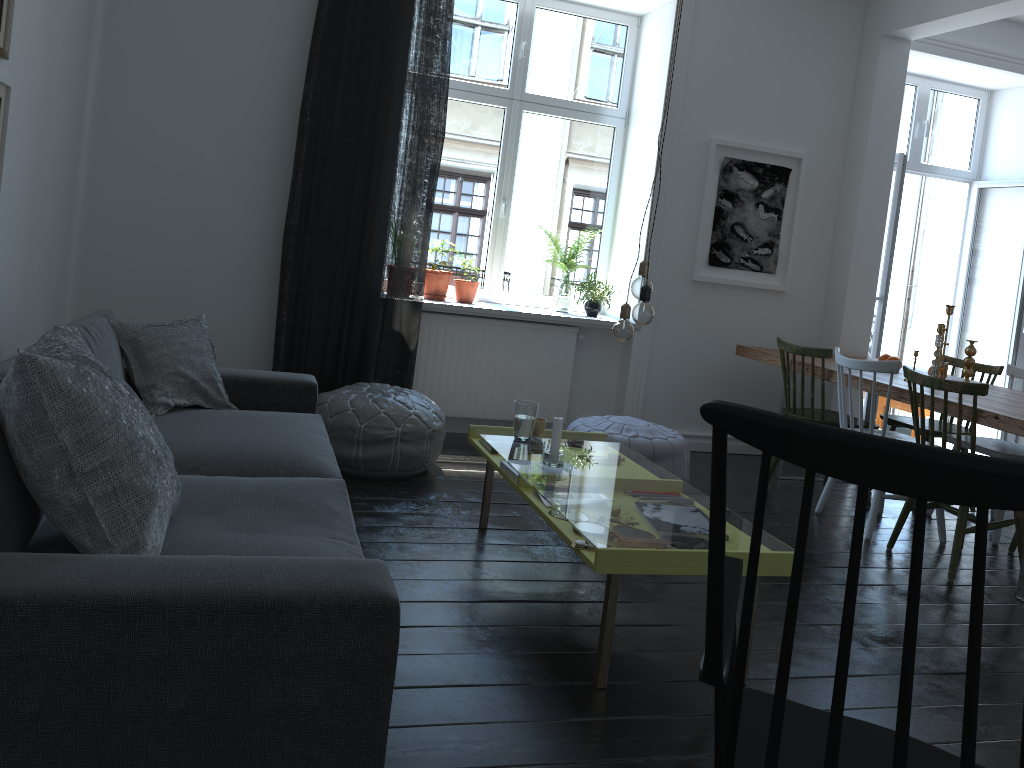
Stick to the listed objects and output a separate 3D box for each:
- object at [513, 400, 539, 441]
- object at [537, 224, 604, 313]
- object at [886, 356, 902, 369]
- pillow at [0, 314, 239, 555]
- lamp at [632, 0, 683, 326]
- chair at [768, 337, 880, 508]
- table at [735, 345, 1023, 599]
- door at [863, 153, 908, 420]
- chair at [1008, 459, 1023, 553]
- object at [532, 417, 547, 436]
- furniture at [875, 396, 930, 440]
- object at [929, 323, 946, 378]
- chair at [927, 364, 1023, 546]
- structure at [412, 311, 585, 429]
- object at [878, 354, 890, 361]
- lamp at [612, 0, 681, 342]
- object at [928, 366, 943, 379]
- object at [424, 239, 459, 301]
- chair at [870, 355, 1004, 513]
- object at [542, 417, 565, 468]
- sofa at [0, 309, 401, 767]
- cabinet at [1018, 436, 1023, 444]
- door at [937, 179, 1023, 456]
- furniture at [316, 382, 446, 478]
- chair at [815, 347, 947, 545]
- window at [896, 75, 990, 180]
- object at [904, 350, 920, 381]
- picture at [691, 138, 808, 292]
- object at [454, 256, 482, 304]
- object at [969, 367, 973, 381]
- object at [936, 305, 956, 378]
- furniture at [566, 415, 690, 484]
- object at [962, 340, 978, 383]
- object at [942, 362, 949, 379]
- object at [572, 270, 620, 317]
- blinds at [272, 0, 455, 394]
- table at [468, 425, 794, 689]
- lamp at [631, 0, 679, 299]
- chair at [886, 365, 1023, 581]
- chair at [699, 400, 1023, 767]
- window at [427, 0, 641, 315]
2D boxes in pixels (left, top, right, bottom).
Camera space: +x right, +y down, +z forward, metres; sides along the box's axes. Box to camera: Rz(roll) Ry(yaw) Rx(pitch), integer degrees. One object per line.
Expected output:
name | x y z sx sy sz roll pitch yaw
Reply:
object | 0.049 0.144 3.418 0.098 0.145 0.097 10 5 33
object | 0.365 -0.730 5.566 0.396 0.563 0.327 10 5 37
object | 2.132 -0.111 4.921 0.091 0.087 0.084 8 5 9
pillow | -1.104 0.001 2.592 0.477 0.488 2.082 6 8 -13
lamp | 0.527 -0.934 2.911 0.075 1.490 0.086 8 2 34
chair | 1.670 0.200 4.751 0.484 0.823 0.472 6 4 -18
table | 2.127 0.351 4.490 1.014 0.711 2.257 5 8 -17
door | 2.370 -0.563 6.068 0.104 2.016 0.590 7 3 -12
chair | 2.671 0.433 4.037 0.484 0.823 0.472 6 4 -18
object | 0.093 0.173 3.526 0.087 0.066 0.087 8 6 11
furniture | 3.323 0.202 7.542 0.399 0.372 0.933 5 8 -17
object | 2.191 -0.157 4.533 0.141 0.309 0.140 9 3 25
chair | 2.550 0.337 4.512 0.508 0.838 0.471 6 4 -17
structure | -0.096 -0.072 5.232 1.061 0.625 0.074 5 3 -17
object | 2.126 -0.126 5.004 0.083 0.089 0.089 4 6 -27
lamp | 0.477 -0.882 3.006 0.089 1.490 0.074 7 2 7
object | 2.285 -0.061 4.736 0.084 0.083 0.090 7 6 -5
object | -0.455 -0.693 5.304 0.258 0.368 0.236 7 4 -5
chair | 2.379 0.255 4.963 0.484 0.823 0.472 6 4 -18
object | 0.153 0.199 3.060 0.075 0.172 0.074 8 3 18
sofa | -1.013 0.255 2.567 1.080 0.718 2.405 5 8 -17
cabinet | 4.214 0.503 4.858 0.727 0.807 3.223 6 8 -9
door | 3.447 -0.479 6.392 0.104 2.016 0.591 6 3 -23
furniture | -0.663 0.205 4.320 0.677 0.380 0.688 5 7 -17
chair | 1.792 0.280 4.275 0.508 0.838 0.471 6 4 -17
window | 2.995 -1.905 6.453 1.176 0.654 0.106 5 3 -17
object | 2.031 -0.090 4.444 0.080 0.159 0.080 9 4 30
picture | 1.498 -1.064 5.584 0.685 0.883 0.084 6 2 -17
object | -0.263 -0.628 5.345 0.178 0.276 0.194 10 5 40
object | 2.338 -0.050 4.515 0.049 0.138 0.050 6 3 -17
object | 2.096 -0.183 4.296 0.114 0.408 0.113 9 3 35
furniture | 0.541 0.379 4.211 0.612 0.417 0.618 4 7 -23
object | 2.298 -0.096 4.430 0.101 0.246 0.101 7 3 7
object | 2.276 -0.062 4.627 0.102 0.113 0.104 4 6 -31
object | 0.525 -0.565 5.507 0.284 0.293 0.289 6 5 -13
blinds | -0.768 -1.200 4.747 0.801 2.959 0.113 6 2 -18
table | 0.285 0.512 3.001 0.598 0.396 1.420 5 8 -17
lamp | 0.529 -1.026 2.973 0.075 1.490 0.074 8 2 30
chair | 1.961 0.378 3.825 0.484 0.823 0.472 6 4 -18
chair | 0.494 0.512 1.196 0.617 0.999 0.906 9 5 28
window | -0.010 -1.497 5.596 1.563 1.977 0.108 6 2 -17
